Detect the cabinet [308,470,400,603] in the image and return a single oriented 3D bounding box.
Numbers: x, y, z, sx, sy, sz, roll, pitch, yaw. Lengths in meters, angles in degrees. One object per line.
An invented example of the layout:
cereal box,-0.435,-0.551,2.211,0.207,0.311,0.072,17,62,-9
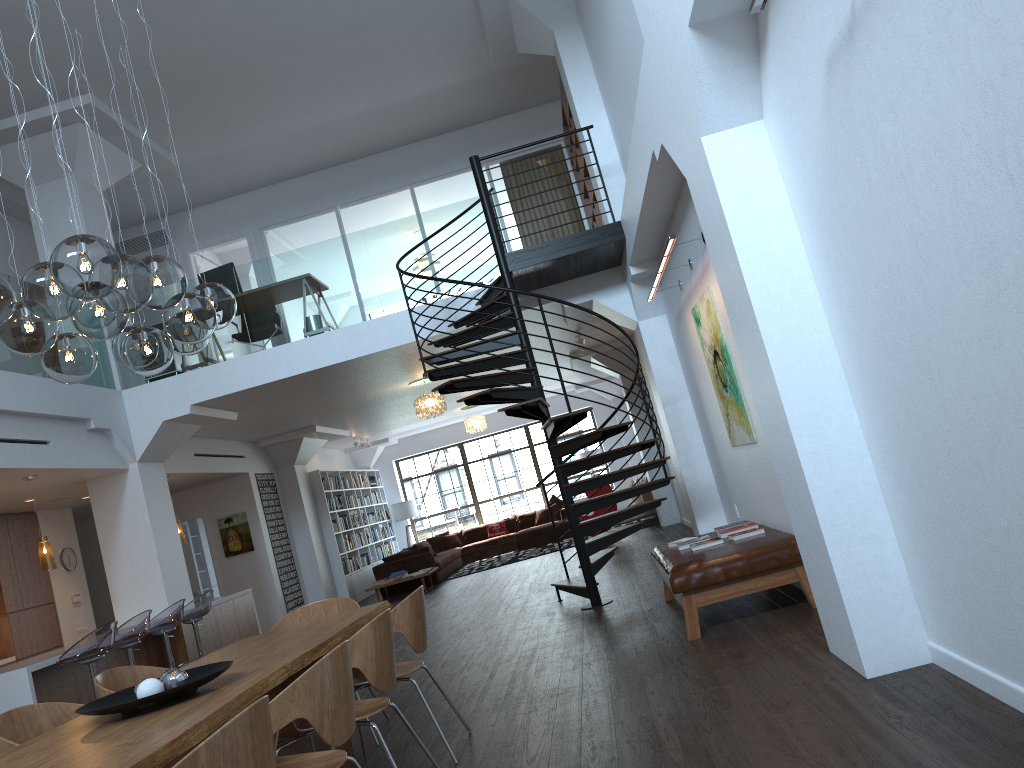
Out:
cabinet,-3.074,2.919,17.497,0.461,2.414,4.500,-16,-7,3

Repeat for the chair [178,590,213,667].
chair,-3.168,2.648,8.982,0.481,1.014,0.530,-16,-7,5

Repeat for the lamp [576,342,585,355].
lamp,0.989,-0.514,12.759,0.111,0.211,0.120,-20,-8,37

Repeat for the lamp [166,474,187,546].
lamp,-4.210,1.572,11.030,0.149,0.900,0.149,-9,-9,-41

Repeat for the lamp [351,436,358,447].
lamp,-3.029,1.107,17.148,0.111,0.211,0.120,-20,-8,37

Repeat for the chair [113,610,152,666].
chair,-3.291,2.531,7.725,0.481,1.014,0.530,-15,-7,1

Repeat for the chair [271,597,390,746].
chair,-1.138,1.758,5.362,0.629,0.833,0.618,-15,-7,-2

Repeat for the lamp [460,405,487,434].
lamp,-0.741,0.697,17.428,0.442,0.539,0.441,-9,-9,-44

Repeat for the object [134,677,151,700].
object,-1.436,1.209,3.497,0.100,0.100,0.100,-9,-9,-41

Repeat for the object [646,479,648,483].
object,2.725,1.928,17.805,0.089,0.110,0.089,-9,-9,-41

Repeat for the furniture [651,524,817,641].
furniture,1.541,1.354,6.409,0.907,0.453,1.819,-16,-7,3

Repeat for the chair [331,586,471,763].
chair,-0.643,1.528,4.578,0.617,0.830,0.629,-16,-7,3

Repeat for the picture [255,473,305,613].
picture,-3.635,2.563,14.005,0.021,2.380,0.800,-16,-7,3

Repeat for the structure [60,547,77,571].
structure,-5.727,2.263,11.456,0.040,0.300,0.300,-16,-7,3

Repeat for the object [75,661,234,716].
object,-1.394,1.222,3.499,0.592,0.066,0.592,-10,-8,-39

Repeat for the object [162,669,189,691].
object,-1.319,1.170,3.480,0.100,0.100,0.100,-9,-9,-41

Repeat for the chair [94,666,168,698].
chair,-1.781,1.848,4.651,0.618,0.833,0.629,-15,-7,1

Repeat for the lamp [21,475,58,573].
lamp,-3.648,0.746,9.369,0.149,1.807,2.842,-21,-9,42

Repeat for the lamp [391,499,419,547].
lamp,-2.236,3.395,19.728,0.545,1.579,0.545,-14,-7,-8

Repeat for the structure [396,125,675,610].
structure,0.200,-0.091,8.267,1.998,4.352,1.998,-10,-8,-36

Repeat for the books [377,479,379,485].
books,-3.021,2.199,19.599,0.134,0.184,0.030,-16,-7,3

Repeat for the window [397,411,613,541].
window,-0.190,2.087,20.296,4.648,1.905,0.114,-16,-7,3

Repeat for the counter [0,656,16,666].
counter,-6.078,2.965,7.855,0.600,0.050,4.387,-16,-7,3

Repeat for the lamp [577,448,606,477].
lamp,1.904,2.228,19.384,0.545,1.579,0.545,-17,-7,14

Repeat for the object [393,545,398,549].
object,-2.691,3.612,19.431,0.331,0.088,0.410,-16,-7,3

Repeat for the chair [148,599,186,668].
chair,-3.221,2.588,8.356,0.481,1.014,0.530,-15,-7,1

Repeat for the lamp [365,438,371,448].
lamp,-2.941,1.205,18.165,0.120,0.211,0.111,-12,-7,-22

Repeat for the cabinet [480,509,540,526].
cabinet,0.095,3.245,19.610,1.520,0.625,0.350,-16,-7,3

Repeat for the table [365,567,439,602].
table,-1.781,3.347,14.680,1.100,0.271,0.853,-16,-7,3

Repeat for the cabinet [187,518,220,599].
cabinet,-5.689,3.026,14.972,0.527,2.991,2.630,-16,-7,3

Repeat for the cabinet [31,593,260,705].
cabinet,-3.850,2.950,9.058,0.898,0.796,4.493,-16,-7,3

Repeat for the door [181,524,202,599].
door,-5.405,3.352,14.259,0.826,2.032,0.174,-16,-7,3

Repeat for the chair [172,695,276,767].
chair,-0.838,1.307,2.285,0.618,0.833,0.629,-16,-7,3

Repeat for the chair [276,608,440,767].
chair,-0.713,1.457,3.817,0.618,0.833,0.629,-16,-7,5

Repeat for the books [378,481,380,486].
books,-3.008,2.204,19.645,0.128,0.178,0.022,-16,-7,3

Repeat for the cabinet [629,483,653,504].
cabinet,2.616,2.112,17.092,0.459,0.350,4.501,-16,-7,3

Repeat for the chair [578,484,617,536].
chair,1.356,2.095,14.541,0.801,1.006,0.798,-19,-8,28

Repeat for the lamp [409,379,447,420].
lamp,-1.167,0.209,12.408,0.442,0.539,0.441,-9,-9,-44

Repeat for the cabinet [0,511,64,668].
cabinet,-6.148,2.611,8.356,0.598,2.499,5.299,-16,-7,3

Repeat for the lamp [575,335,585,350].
lamp,0.946,-0.562,12.257,0.120,0.211,0.111,-10,-8,-37

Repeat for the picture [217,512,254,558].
picture,-4.184,2.282,13.423,0.450,0.600,0.030,-16,-7,3

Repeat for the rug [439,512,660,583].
rug,0.831,2.998,16.536,4.200,0.007,3.100,-16,-7,5

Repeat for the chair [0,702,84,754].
chair,-1.864,1.778,3.878,0.618,0.833,0.629,-16,-7,3

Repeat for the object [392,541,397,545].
object,-2.721,3.530,19.441,0.316,0.088,0.410,-16,-7,3

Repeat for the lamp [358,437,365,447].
lamp,-2.986,1.155,17.650,0.120,0.211,0.111,-10,-8,-37

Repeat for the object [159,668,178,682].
object,-1.366,1.193,3.567,0.100,0.100,0.100,-9,-9,-41

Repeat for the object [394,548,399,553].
object,-2.668,3.697,19.421,0.331,0.088,0.410,-16,-7,3

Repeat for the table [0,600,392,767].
table,-1.287,1.612,3.447,1.012,0.750,3.803,-16,-7,3

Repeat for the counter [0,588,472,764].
counter,-3.113,2.526,7.398,3.039,0.860,8.182,-12,-7,-26

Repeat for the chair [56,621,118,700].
chair,-3.317,2.462,7.097,0.481,1.014,0.530,-16,-7,5

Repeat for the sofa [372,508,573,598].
sofa,-0.515,3.095,17.155,3.481,0.664,4.197,-16,-7,3

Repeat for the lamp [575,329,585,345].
lamp,0.902,-0.612,11.742,0.120,0.211,0.111,-12,-7,-22

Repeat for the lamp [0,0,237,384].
lamp,-2.008,-1.088,4.090,0.849,2.140,1.787,-15,-7,2

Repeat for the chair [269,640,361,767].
chair,-0.759,1.379,3.058,0.618,0.833,0.629,-16,-7,3

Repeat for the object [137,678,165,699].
object,-1.389,1.183,3.409,0.100,0.100,0.100,-9,-9,-41

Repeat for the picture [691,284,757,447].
picture,1.645,-0.103,6.973,0.010,1.200,1.095,-16,-7,3
